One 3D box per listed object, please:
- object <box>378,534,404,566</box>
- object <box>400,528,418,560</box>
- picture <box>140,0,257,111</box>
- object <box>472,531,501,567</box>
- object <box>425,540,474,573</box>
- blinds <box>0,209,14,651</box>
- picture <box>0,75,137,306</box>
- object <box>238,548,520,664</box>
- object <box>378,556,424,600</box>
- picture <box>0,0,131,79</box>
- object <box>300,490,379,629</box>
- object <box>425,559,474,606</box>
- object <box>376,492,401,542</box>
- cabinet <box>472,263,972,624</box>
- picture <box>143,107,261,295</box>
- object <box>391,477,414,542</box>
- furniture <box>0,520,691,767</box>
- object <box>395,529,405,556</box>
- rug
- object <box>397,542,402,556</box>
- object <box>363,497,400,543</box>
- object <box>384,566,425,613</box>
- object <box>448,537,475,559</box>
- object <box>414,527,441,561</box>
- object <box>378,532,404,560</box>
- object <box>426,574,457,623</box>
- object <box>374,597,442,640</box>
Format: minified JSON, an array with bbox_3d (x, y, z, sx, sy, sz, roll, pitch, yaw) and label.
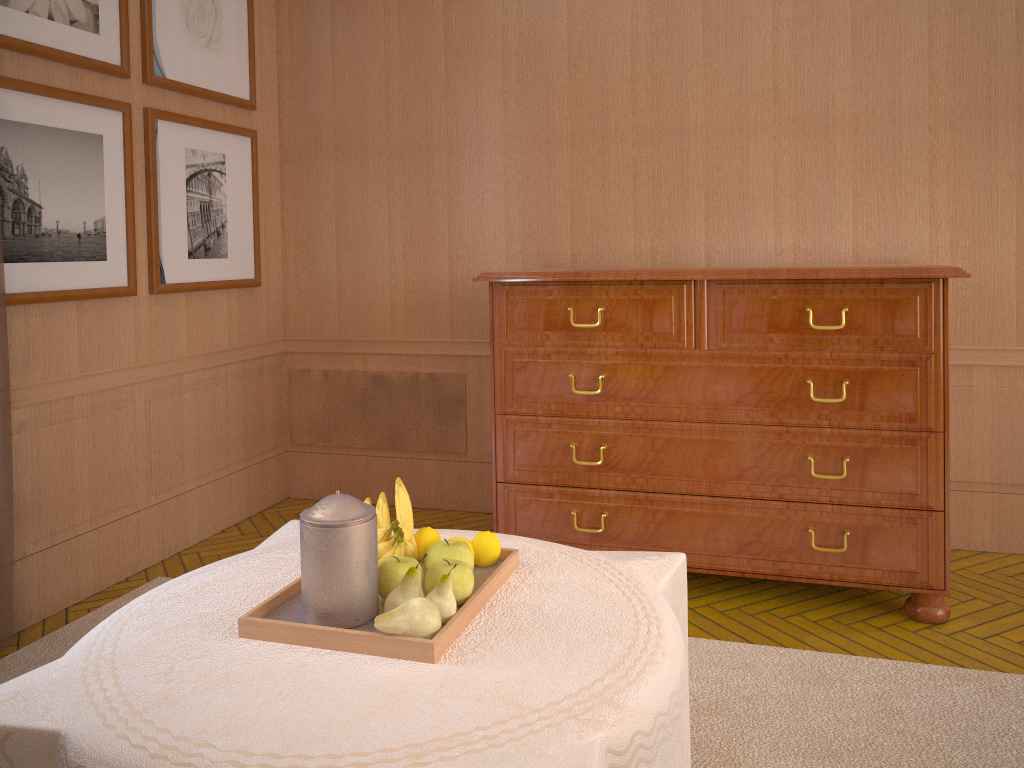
[{"bbox_3d":[-0.540,0.585,3.032,0.392,0.185,0.072,3,5,32],"label":"object"},{"bbox_3d":[-0.375,0.543,3.158,0.072,0.171,0.400,-1,7,-6],"label":"object"},{"bbox_3d":[-2.260,-2.716,6.433,0.047,1.243,1.260,-1,5,18],"label":"picture"},{"bbox_3d":[-0.096,0.599,3.183,0.114,0.133,0.108,-3,5,-25],"label":"object"},{"bbox_3d":[-0.213,0.612,2.993,0.169,0.146,0.173,-4,6,-26],"label":"object"},{"bbox_3d":[-2.917,-0.883,3.988,0.266,4.772,1.455,-1,2,17],"label":"blinds"},{"bbox_3d":[-2.661,-1.105,5.135,0.047,1.243,1.260,-1,5,18],"label":"picture"},{"bbox_3d":[-0.398,0.684,2.933,0.639,0.059,0.808,2,9,18],"label":"object"},{"bbox_3d":[-0.367,0.639,2.867,0.159,0.134,0.157,1,6,22],"label":"object"},{"bbox_3d":[-2.688,-2.506,5.095,0.047,1.243,1.260,-1,5,18],"label":"picture"},{"bbox_3d":[-0.539,0.527,2.746,0.234,0.391,0.235,-2,4,-15],"label":"object"},{"bbox_3d":[-0.200,0.641,2.830,0.159,0.134,0.157,1,6,22],"label":"object"},{"bbox_3d":[-0.451,0.517,3.132,0.065,0.171,0.379,-2,7,-16],"label":"object"},{"bbox_3d":[1.303,0.219,5.688,2.765,1.936,1.427,1,5,18],"label":"cabinet"},{"bbox_3d":[-2.233,-1.315,6.474,0.047,1.243,1.260,-1,5,18],"label":"picture"},{"bbox_3d":[-0.389,0.466,3.158,0.071,0.168,0.408,-1,8,-5],"label":"object"},{"bbox_3d":[-0.412,1.174,2.869,1.949,0.895,1.970,1,8,15],"label":"furniture"},{"bbox_3d":[-0.428,0.561,3.139,0.062,0.198,0.388,-2,7,-17],"label":"object"},{"bbox_3d":[0.600,1.808,1.611,7.953,0.020,6.056,2,9,18],"label":"rug"},{"bbox_3d":[-0.508,0.577,3.088,0.062,0.181,0.395,-3,7,-43],"label":"object"},{"bbox_3d":[-0.499,0.500,3.140,0.091,0.127,0.411,-3,8,-23],"label":"object"},{"bbox_3d":[-0.329,0.660,2.712,0.130,0.196,0.130,-4,5,-36],"label":"object"},{"bbox_3d":[-0.191,0.609,3.167,0.133,0.110,0.112,1,6,21],"label":"object"},{"bbox_3d":[-0.318,0.596,3.259,0.114,0.133,0.108,-3,5,-25],"label":"object"},{"bbox_3d":[-0.533,0.531,3.044,0.376,0.158,0.104,6,7,41],"label":"object"},{"bbox_3d":[-0.219,0.650,2.671,0.098,0.148,0.098,-4,5,-36],"label":"object"},{"bbox_3d":[-0.292,0.696,2.550,0.133,0.127,0.195,3,8,37],"label":"object"}]
